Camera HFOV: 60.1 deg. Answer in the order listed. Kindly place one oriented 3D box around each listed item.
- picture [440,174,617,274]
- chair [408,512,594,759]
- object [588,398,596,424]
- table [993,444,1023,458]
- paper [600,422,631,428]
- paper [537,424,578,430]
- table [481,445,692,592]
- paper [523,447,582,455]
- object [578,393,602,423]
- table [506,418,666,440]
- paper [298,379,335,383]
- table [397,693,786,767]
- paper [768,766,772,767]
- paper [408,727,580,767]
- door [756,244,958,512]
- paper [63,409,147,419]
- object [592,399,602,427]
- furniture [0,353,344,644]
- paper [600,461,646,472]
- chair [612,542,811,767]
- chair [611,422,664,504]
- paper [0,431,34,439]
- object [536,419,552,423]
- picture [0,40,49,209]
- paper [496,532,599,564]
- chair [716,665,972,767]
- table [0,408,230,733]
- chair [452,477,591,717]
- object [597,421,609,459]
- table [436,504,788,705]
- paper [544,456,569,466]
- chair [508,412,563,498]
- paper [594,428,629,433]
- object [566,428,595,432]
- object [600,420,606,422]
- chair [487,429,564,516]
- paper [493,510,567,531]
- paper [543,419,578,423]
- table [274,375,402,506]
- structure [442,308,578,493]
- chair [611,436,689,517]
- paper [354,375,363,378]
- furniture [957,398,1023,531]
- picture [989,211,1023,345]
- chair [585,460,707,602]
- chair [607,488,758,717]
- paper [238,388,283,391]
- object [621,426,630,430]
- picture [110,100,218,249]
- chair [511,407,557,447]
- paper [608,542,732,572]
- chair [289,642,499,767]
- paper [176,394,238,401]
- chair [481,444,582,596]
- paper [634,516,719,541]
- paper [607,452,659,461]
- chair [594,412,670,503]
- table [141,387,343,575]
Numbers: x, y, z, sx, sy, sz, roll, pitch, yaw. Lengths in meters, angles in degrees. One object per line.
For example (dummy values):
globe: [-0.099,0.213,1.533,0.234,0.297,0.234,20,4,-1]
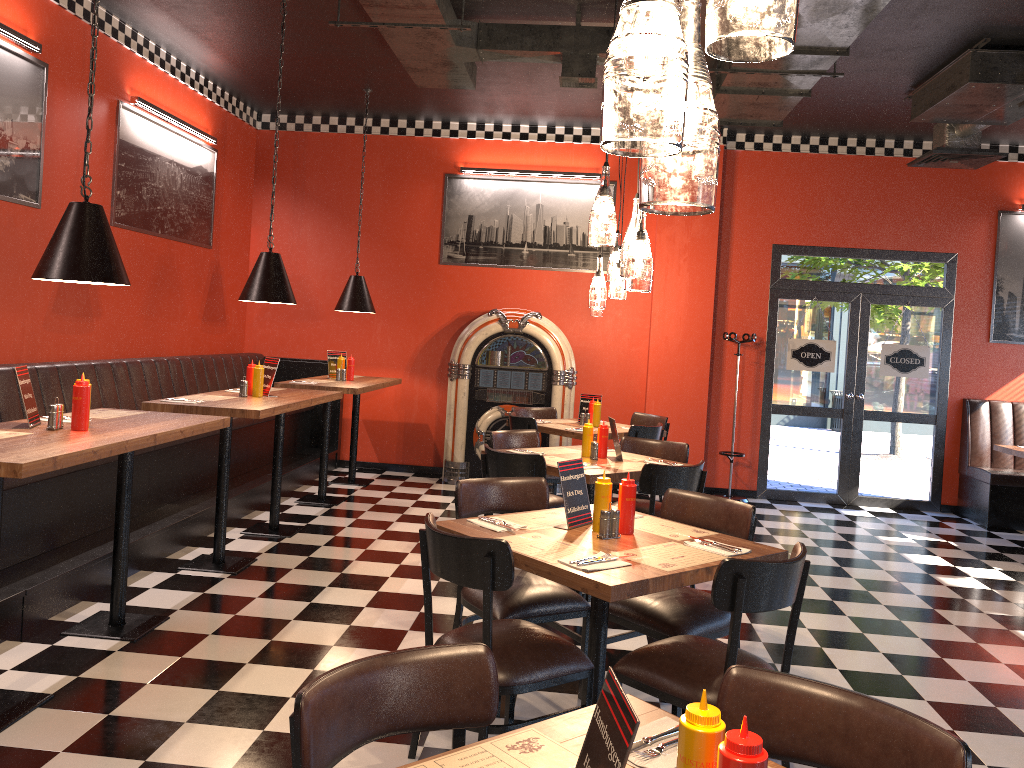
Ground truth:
picture: [0.161,-1.648,9.107,1.770,0.939,0.023,4,1,5]
chair: [-0.056,0.909,3.088,0.544,0.867,0.487,2,2,-37]
object: [0.687,0.234,7.569,0.068,0.237,0.068,4,1,2]
table: [5.157,1.016,7.513,1.692,0.773,0.957,4,2,5]
paper: [0.891,0.356,7.733,0.261,0.001,0.366,1,4,-41]
paper: [0.387,0.351,7.293,0.261,0.001,0.366,1,4,-41]
table: [0.458,0.847,5.506,0.956,0.773,0.962,2,3,-40]
paper: [0.277,0.433,5.762,0.365,0.001,0.261,1,4,-41]
object: [0.675,0.218,7.673,0.188,0.257,0.072,4,1,15]
table: [0.604,0.738,7.528,0.956,0.773,0.962,2,3,-40]
paper: [-1.701,-0.025,7.675,0.261,0.001,0.366,4,3,7]
table: [0.165,1.079,1.212,0.959,0.773,0.958,2,3,-40]
paper: [0.444,0.696,1.411,0.261,0.001,0.366,1,4,-41]
paper: [-0.017,0.665,1.472,0.365,0.001,0.261,1,4,-40]
door: [3.436,-0.067,8.847,1.800,2.571,0.128,4,1,5]
paper: [-2.023,0.147,4.379,0.261,0.001,0.366,4,3,7]
object: [0.718,0.241,7.480,0.068,0.237,0.068,4,1,2]
furniture: [-2.695,0.497,4.983,1.104,1.148,8.767,4,3,5]
paper: [0.721,0.489,5.261,0.365,0.001,0.261,1,4,-41]
chair: [0.691,0.959,3.019,0.486,0.867,0.545,2,2,-43]
chair: [0.915,0.733,7.143,0.545,0.867,0.486,5,2,37]
paper: [-2.081,0.200,3.414,0.261,0.001,0.366,4,3,7]
object: [0.236,0.315,7.592,0.157,0.019,0.255,1,4,-38]
picture: [-3.121,-1.560,4.875,0.023,0.939,1.772,4,3,5]
paper: [0.111,0.576,3.131,0.261,0.001,0.366,1,4,-42]
chair: [0.478,1.030,1.564,0.487,0.867,0.544,5,2,44]
table: [-1.904,0.691,3.774,0.696,0.999,1.694,4,3,5]
chair: [0.013,0.870,3.834,0.486,0.867,0.545,3,2,-31]
object: [0.568,0.344,5.548,0.068,0.237,0.068,4,1,10]
table: [0.334,0.964,3.368,0.956,0.773,0.962,2,3,-40]
paper: [0.258,0.460,5.284,0.261,0.001,0.366,1,4,-39]
chair: [0.217,0.685,7.233,0.544,0.867,0.487,3,1,-20]
paper: [0.833,0.379,7.271,0.365,0.001,0.261,1,4,-41]
object: [0.564,0.363,7.121,0.255,0.019,0.158,1,4,-37]
object: [0.711,0.327,7.887,0.158,0.019,0.255,7,5,43]
chair: [0.107,0.758,5.853,0.545,0.867,0.486,5,2,42]
paper: [0.130,0.550,3.594,0.365,0.001,0.261,1,4,-39]
paper: [0.415,0.325,7.756,0.365,0.001,0.261,1,4,-38]
table: [-1.543,0.466,8.008,0.696,0.999,1.694,4,3,5]
structure: [-0.009,0.128,8.867,1.294,1.767,0.500,4,1,5]
chair: [0.854,0.808,5.784,0.487,0.867,0.544,4,2,28]
paper: [-1.618,-0.077,8.652,0.261,0.001,0.366,4,3,7]
furniture: [5.247,0.782,8.348,1.709,1.153,0.706,4,1,5]
picture: [5.254,-1.024,8.682,1.023,1.300,0.016,4,1,5]
chair: [0.785,0.847,5.038,0.486,0.867,0.545,2,2,-36]
chair: [0.706,0.918,3.733,0.544,0.867,0.487,2,2,-40]
paper: [-1.837,0.037,6.466,0.261,0.001,0.366,4,3,7]
object: [1.022,0.372,7.438,0.157,0.019,0.255,1,4,-40]
picture: [-2.897,-1.700,7.507,0.023,0.939,1.772,4,3,5]
chair: [0.254,0.652,7.837,0.486,0.867,0.545,3,2,-31]
paper: [0.558,0.604,3.117,0.365,0.001,0.261,0,4,-42]
chair: [-0.126,0.992,1.601,0.545,0.867,0.486,5,2,45]
paper: [-1.913,0.086,5.549,0.261,0.001,0.366,4,3,7]
chair: [0.091,0.799,5.139,0.487,0.867,0.544,5,2,45]
paper: [0.607,0.580,3.580,0.261,0.001,0.366,1,4,-42]
paper: [0.739,0.464,5.708,0.261,0.001,0.366,1,4,-42]
chair: [1.077,0.701,7.853,0.544,0.867,0.487,3,2,-30]
table: [-1.725,0.579,5.875,0.696,0.999,1.694,4,3,5]
